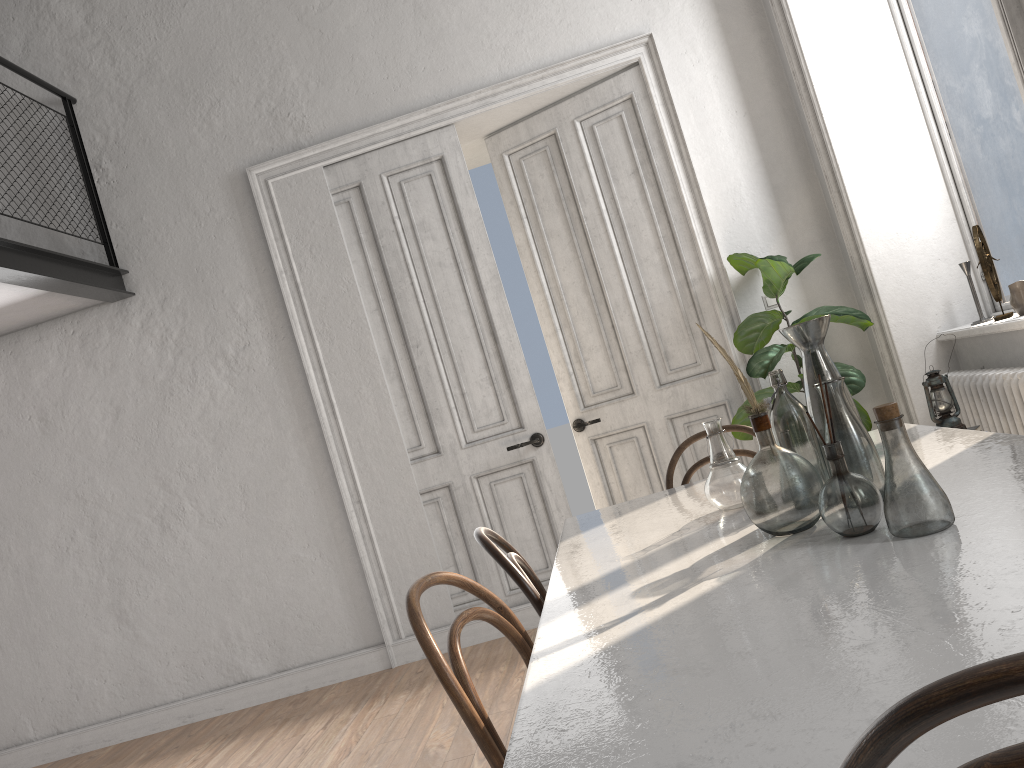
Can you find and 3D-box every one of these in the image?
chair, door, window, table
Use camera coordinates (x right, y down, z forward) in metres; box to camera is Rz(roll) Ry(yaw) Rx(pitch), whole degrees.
[{"bbox_3d":[0.302,0.706,2.090,0.549,0.920,0.438,-17,-2,1],"label":"chair"},{"bbox_3d":[0.684,-0.288,5.074,1.098,2.813,0.216,-18,-2,30],"label":"door"},{"bbox_3d":[0.212,0.712,1.510,0.549,0.920,0.437,-17,-2,16],"label":"chair"},{"bbox_3d":[1.869,-1.752,3.478,0.013,2.842,1.622,-17,-2,5],"label":"window"},{"bbox_3d":[-0.439,0.047,5.014,1.097,2.813,0.216,-17,-2,7],"label":"door"},{"bbox_3d":[0.549,0.583,0.776,0.438,0.920,0.549,-17,-2,18],"label":"chair"},{"bbox_3d":[0.755,0.594,2.713,0.438,0.920,0.549,-17,-2,13],"label":"chair"},{"bbox_3d":[0.704,0.644,1.738,1.100,0.779,2.200,-17,-2,5],"label":"table"}]

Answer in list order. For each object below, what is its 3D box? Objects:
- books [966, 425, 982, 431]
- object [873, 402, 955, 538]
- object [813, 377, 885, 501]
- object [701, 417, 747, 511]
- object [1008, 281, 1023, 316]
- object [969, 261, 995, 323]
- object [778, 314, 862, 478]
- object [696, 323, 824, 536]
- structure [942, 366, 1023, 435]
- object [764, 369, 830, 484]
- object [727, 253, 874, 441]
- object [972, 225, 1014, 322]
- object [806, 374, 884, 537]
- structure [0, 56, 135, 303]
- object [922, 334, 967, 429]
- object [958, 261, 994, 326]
[{"bbox_3d":[1.700,0.206,3.457,0.221,0.027,0.147,-18,-3,37],"label":"books"},{"bbox_3d":[0.637,0.135,1.442,0.101,0.211,0.101,-18,-2,44],"label":"object"},{"bbox_3d":[0.669,0.116,1.768,0.100,0.255,0.098,-16,-2,-18],"label":"object"},{"bbox_3d":[0.519,0.194,2.165,0.132,0.219,0.132,-17,-2,-6],"label":"object"},{"bbox_3d":[2.106,-0.357,3.668,0.102,0.142,0.100,-16,-2,-20],"label":"object"},{"bbox_3d":[2.172,-0.433,4.163,0.095,0.289,0.095,-18,-2,37],"label":"object"},{"bbox_3d":[0.708,0.045,1.977,0.116,0.383,0.116,-17,-2,16],"label":"object"},{"bbox_3d":[0.483,0.071,1.728,0.157,0.446,0.156,-17,-2,23],"label":"object"},{"bbox_3d":[1.361,-1.481,1.731,0.340,4.473,5.182,-17,-2,5],"label":"structure"},{"bbox_3d":[0.604,0.115,1.888,0.086,0.301,0.086,-16,-2,-9],"label":"object"},{"bbox_3d":[0.977,0.013,1.897,0.792,1.842,5.826,-17,-2,10],"label":"object"},{"bbox_3d":[2.088,-0.491,3.863,0.087,0.425,0.347,-18,-2,38],"label":"object"},{"bbox_3d":[0.565,0.124,1.550,0.107,0.283,0.107,-17,-2,0],"label":"object"},{"bbox_3d":[-4.610,-0.517,2.378,4.159,1.213,5.927,-17,-2,5],"label":"structure"},{"bbox_3d":[1.668,0.003,3.450,0.154,0.383,0.164,-16,-2,-21],"label":"object"},{"bbox_3d":[2.106,-0.418,4.052,0.095,0.289,0.095,-18,-2,28],"label":"object"}]
